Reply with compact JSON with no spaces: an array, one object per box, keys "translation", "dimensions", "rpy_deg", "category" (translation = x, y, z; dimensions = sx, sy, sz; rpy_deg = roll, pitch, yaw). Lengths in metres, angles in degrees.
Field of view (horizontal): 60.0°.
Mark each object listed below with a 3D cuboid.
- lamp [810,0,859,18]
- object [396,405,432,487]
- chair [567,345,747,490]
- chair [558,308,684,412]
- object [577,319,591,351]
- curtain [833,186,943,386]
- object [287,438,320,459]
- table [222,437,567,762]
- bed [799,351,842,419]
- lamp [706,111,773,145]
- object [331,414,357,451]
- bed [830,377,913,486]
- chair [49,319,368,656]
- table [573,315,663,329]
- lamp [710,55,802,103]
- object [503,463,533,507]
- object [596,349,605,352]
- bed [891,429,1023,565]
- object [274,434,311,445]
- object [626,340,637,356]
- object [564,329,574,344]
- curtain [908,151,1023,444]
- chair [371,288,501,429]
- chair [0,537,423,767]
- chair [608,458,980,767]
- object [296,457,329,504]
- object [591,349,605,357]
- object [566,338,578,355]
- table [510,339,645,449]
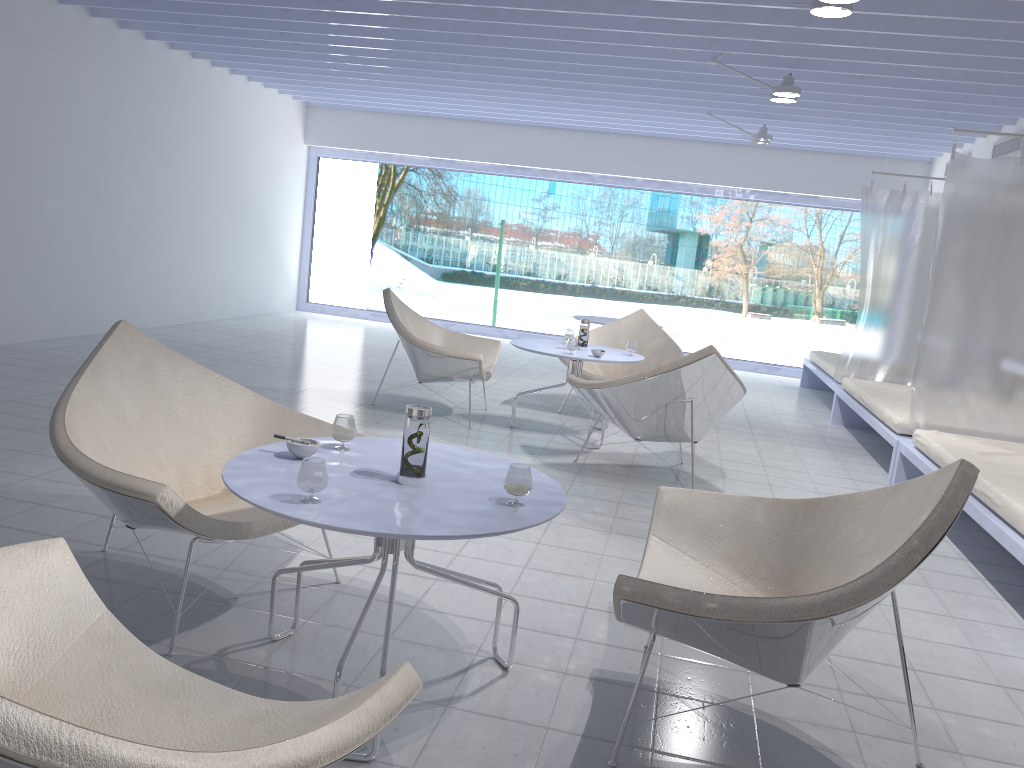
[{"translation":[1.139,-1.696,3.674],"dimensions":[0.587,0.218,0.380],"rpy_deg":[8,9,10],"category":"lamp"},{"translation":[-0.231,0.146,2.121],"dimensions":[0.075,0.185,0.075],"rpy_deg":[2,10,-26],"category":"object"},{"translation":[0.808,0.124,4.589],"dimensions":[0.906,0.759,0.753],"rpy_deg":[3,10,-19],"category":"chair"},{"translation":[0.804,-0.157,6.356],"dimensions":[0.906,0.759,0.753],"rpy_deg":[10,10,21],"category":"chair"},{"translation":[0.439,-0.304,5.421],"dimensions":[0.075,0.189,0.075],"rpy_deg":[7,9,2],"category":"object"},{"translation":[3.594,-0.639,6.752],"dimensions":[2.050,1.552,0.151],"rpy_deg":[8,9,10],"category":"curtain"},{"translation":[-0.528,0.166,2.236],"dimensions":[0.082,0.043,0.082],"rpy_deg":[9,9,12],"category":"object"},{"translation":[-0.306,0.490,2.206],"dimensions":[0.825,0.534,0.823],"rpy_deg":[5,9,-12],"category":"table"},{"translation":[3.778,0.104,7.949],"dimensions":[2.022,0.422,2.200],"rpy_deg":[8,9,10],"category":"bed"},{"translation":[1.981,-2.248,7.752],"dimensions":[0.587,0.218,0.380],"rpy_deg":[8,9,10],"category":"lamp"},{"translation":[-0.449,0.129,2.368],"dimensions":[0.068,0.091,0.068],"rpy_deg":[7,9,0],"category":"object"},{"translation":[3.319,0.390,5.806],"dimensions":[2.016,0.427,2.200],"rpy_deg":[8,9,10],"category":"bed"},{"translation":[-0.958,0.230,2.642],"dimensions":[0.753,0.759,0.906],"rpy_deg":[11,10,28],"category":"chair"},{"translation":[0.932,-0.305,8.101],"dimensions":[0.823,0.534,0.825],"rpy_deg":[1,11,-32],"category":"table"},{"translation":[1.558,-1.971,5.703],"dimensions":[0.587,0.218,0.380],"rpy_deg":[8,9,10],"category":"lamp"},{"translation":[0.014,0.233,2.050],"dimensions":[0.068,0.091,0.068],"rpy_deg":[7,9,0],"category":"object"},{"translation":[0.507,-0.191,5.100],"dimensions":[0.012,0.016,0.098],"rpy_deg":[3,10,-23],"category":"object"},{"translation":[2.892,0.684,3.662],"dimensions":[2.022,0.422,2.200],"rpy_deg":[8,9,10],"category":"bed"},{"translation":[-0.555,0.141,2.243],"dimensions":[0.098,0.016,0.012],"rpy_deg":[8,9,10],"category":"object"},{"translation":[0.729,-0.218,5.400],"dimensions":[0.068,0.091,0.068],"rpy_deg":[7,9,3],"category":"object"},{"translation":[0.366,-0.304,5.681],"dimensions":[0.068,0.091,0.068],"rpy_deg":[12,11,33],"category":"object"},{"translation":[3.186,-0.321,4.595],"dimensions":[1.998,1.559,0.125],"rpy_deg":[8,9,9],"category":"curtain"},{"translation":[-0.500,-0.196,5.652],"dimensions":[0.753,0.759,0.906],"rpy_deg":[8,9,6],"category":"chair"},{"translation":[-0.690,0.485,1.234],"dimensions":[0.906,0.759,0.753],"rpy_deg":[11,10,25],"category":"chair"},{"translation":[0.676,0.494,2.170],"dimensions":[0.753,0.759,0.906],"rpy_deg":[9,9,14],"category":"chair"},{"translation":[-0.427,0.206,1.898],"dimensions":[0.068,0.091,0.068],"rpy_deg":[7,9,0],"category":"object"},{"translation":[0.497,-0.177,5.134],"dimensions":[0.082,0.043,0.082],"rpy_deg":[3,10,-21],"category":"object"},{"translation":[0.346,-0.217,5.117],"dimensions":[0.068,0.091,0.068],"rpy_deg":[14,12,39],"category":"object"},{"translation":[0.368,0.050,5.459],"dimensions":[0.825,0.534,0.823],"rpy_deg":[7,9,2],"category":"table"}]
